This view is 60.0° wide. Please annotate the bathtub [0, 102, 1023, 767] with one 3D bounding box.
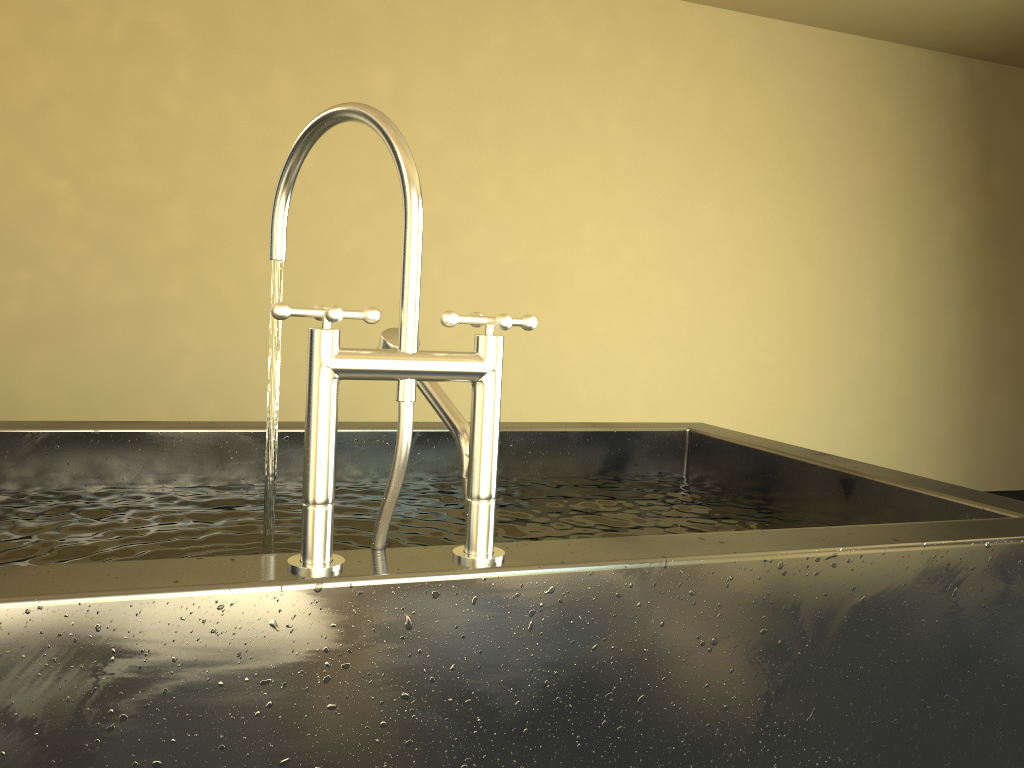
[{"bbox_3d":[-0.347,0.248,1.313,2.131,1.161,1.069,1,5,-21],"label":"bathtub"}]
